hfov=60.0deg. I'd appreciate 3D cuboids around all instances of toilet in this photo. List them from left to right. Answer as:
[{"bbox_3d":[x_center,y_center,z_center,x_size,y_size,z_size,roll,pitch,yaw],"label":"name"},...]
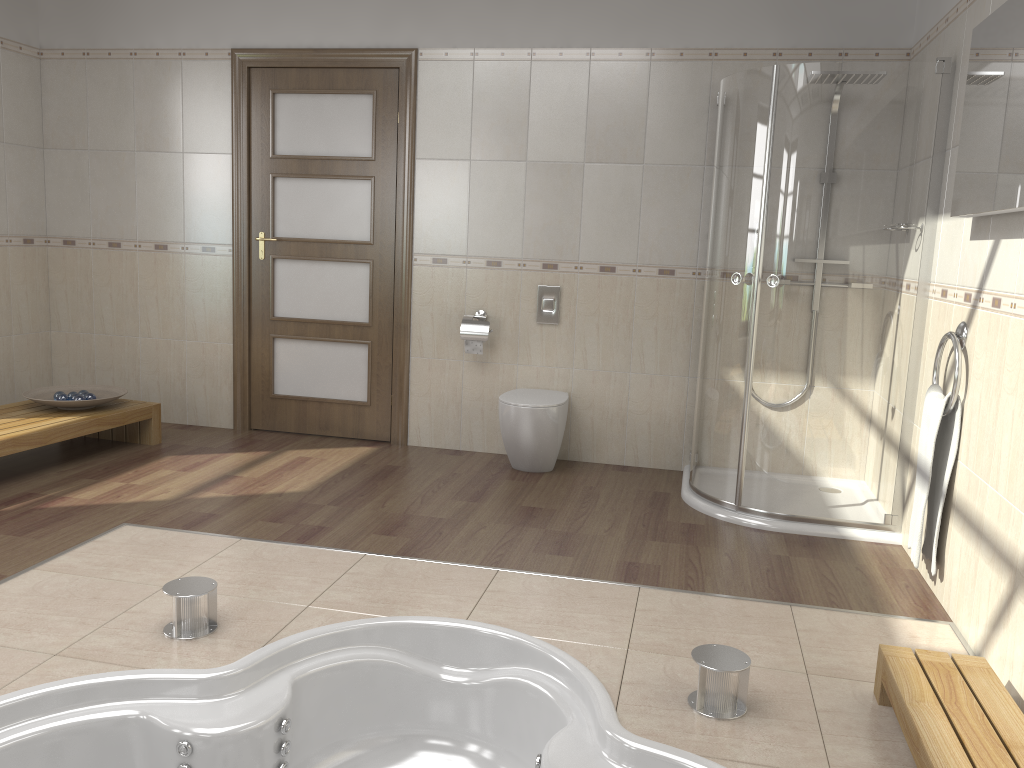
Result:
[{"bbox_3d":[0.110,0.252,4.556,0.337,0.388,0.519,4,9,12],"label":"toilet"}]

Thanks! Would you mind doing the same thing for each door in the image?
[{"bbox_3d":[-1.065,-0.707,4.957,0.861,2.026,0.102,4,9,9],"label":"door"}]

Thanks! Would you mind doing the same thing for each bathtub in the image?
[{"bbox_3d":[-0.376,1.192,1.761,1.751,0.674,1.754,-3,11,-33],"label":"bathtub"}]

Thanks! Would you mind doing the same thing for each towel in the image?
[{"bbox_3d":[1.461,0.324,3.089,0.083,0.635,0.280,4,9,12],"label":"towel"}]

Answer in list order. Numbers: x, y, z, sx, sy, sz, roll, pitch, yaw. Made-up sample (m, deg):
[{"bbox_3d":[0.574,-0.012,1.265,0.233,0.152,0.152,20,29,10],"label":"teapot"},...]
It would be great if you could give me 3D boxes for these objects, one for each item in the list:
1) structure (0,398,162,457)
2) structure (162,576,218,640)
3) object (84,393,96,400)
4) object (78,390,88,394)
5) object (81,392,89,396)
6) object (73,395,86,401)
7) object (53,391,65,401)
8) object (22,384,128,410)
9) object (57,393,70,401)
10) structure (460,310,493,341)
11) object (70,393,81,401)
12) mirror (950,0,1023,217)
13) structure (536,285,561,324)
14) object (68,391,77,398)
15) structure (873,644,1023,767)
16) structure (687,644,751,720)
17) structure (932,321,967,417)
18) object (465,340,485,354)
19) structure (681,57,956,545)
[{"bbox_3d":[-2.399,0.284,4.182,0.620,0.220,1.450,5,9,17],"label":"structure"},{"bbox_3d":[-0.934,0.649,2.576,0.150,0.131,0.150,-1,10,-23],"label":"structure"},{"bbox_3d":[-2.168,0.075,4.555,0.060,0.060,0.060,4,9,11],"label":"object"},{"bbox_3d":[-2.246,0.060,4.651,0.060,0.060,0.060,4,9,11],"label":"object"},{"bbox_3d":[-2.210,0.070,4.602,0.060,0.060,0.060,4,9,11],"label":"object"},{"bbox_3d":[-2.192,0.086,4.497,0.060,0.060,0.060,4,9,11],"label":"object"},{"bbox_3d":[-2.327,0.067,4.565,0.060,0.060,0.060,4,9,11],"label":"object"},{"bbox_3d":[-2.242,0.080,4.566,0.487,0.076,0.487,-3,11,-32],"label":"object"},{"bbox_3d":[-2.286,0.078,4.518,0.060,0.060,0.060,4,9,11],"label":"object"},{"bbox_3d":[-0.178,-0.312,4.721,0.170,0.151,0.154,4,9,12],"label":"structure"},{"bbox_3d":[-2.230,0.078,4.544,0.060,0.060,0.060,4,9,11],"label":"object"},{"bbox_3d":[1.104,-0.593,1.180,0.005,0.600,3.600,4,9,12],"label":"mirror"},{"bbox_3d":[0.192,-0.419,4.699,0.120,0.200,0.010,4,9,12],"label":"structure"},{"bbox_3d":[-2.272,0.068,4.595,0.060,0.060,0.060,4,9,11],"label":"object"},{"bbox_3d":[0.969,0.865,1.732,0.260,0.140,1.280,4,9,12],"label":"structure"},{"bbox_3d":[0.531,0.762,2.275,0.150,0.131,0.150,3,9,1],"label":"structure"},{"bbox_3d":[1.500,-0.052,3.032,0.051,0.332,0.291,4,9,12],"label":"structure"},{"bbox_3d":[-0.192,-0.238,4.711,0.098,0.151,0.090,4,9,12],"label":"object"},{"bbox_3d":[1.291,-0.385,4.004,0.900,1.917,0.900,4,9,12],"label":"structure"}]
